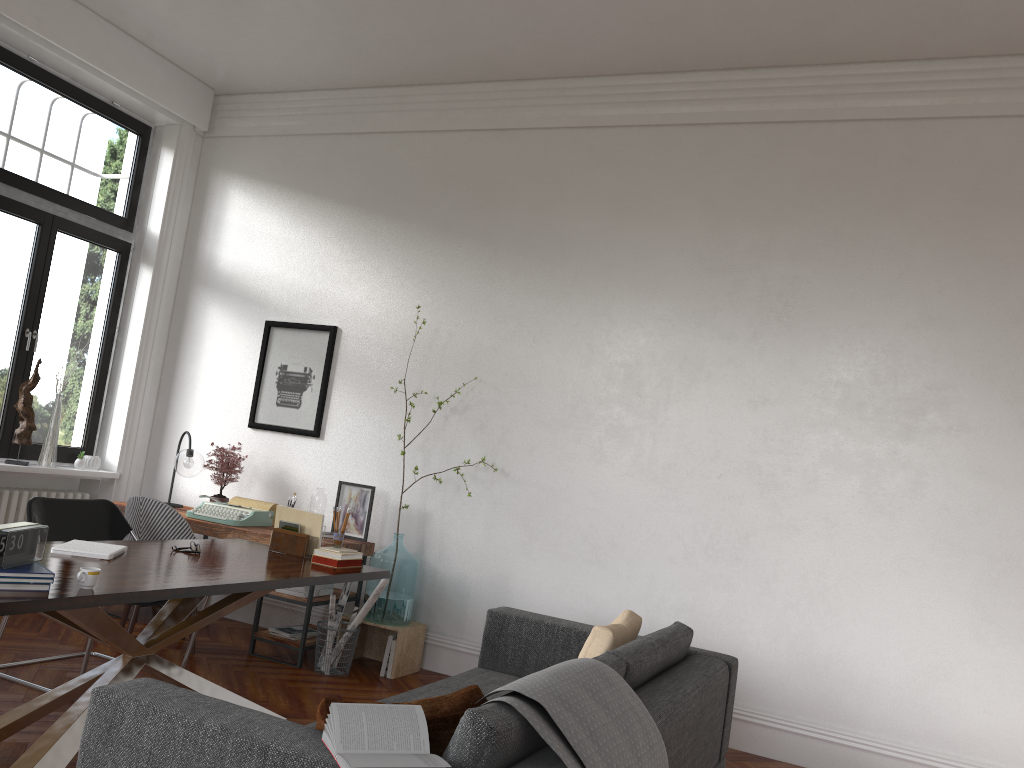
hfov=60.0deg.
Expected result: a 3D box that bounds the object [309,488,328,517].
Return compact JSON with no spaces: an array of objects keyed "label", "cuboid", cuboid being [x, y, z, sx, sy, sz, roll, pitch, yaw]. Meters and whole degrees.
[{"label":"object","cuboid":[-1.314,0.855,5.989,0.112,0.301,0.111,11,-5,-29]}]

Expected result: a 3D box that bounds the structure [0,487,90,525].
[{"label":"structure","cuboid":[-3.578,1.102,6.094,0.225,0.777,1.457,6,-6,24]}]

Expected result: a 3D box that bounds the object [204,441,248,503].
[{"label":"object","cuboid":[-2.068,0.661,6.330,0.290,0.528,0.308,10,-5,-21]}]

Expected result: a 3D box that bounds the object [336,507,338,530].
[{"label":"object","cuboid":[-0.895,0.727,4.542,0.008,0.193,0.049,6,-5,28]}]

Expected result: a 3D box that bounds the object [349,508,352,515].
[{"label":"object","cuboid":[-0.864,0.736,4.586,0.044,0.193,0.008,12,-5,-36]}]

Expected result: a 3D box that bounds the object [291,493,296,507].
[{"label":"object","cuboid":[-1.518,0.866,6.096,0.023,0.239,0.028,7,-5,21]}]

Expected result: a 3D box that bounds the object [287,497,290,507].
[{"label":"object","cuboid":[-1.544,0.877,6.086,0.008,0.207,0.054,9,-5,-11]}]

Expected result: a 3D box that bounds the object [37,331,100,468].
[{"label":"object","cuboid":[-3.181,0.079,6.347,0.289,1.052,0.296,6,-5,27]}]

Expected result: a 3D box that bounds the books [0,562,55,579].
[{"label":"books","cuboid":[-1.670,0.590,2.889,0.251,0.017,0.344,13,-7,-41]}]

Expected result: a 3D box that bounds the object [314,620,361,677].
[{"label":"object","cuboid":[-1.065,1.604,5.340,0.261,0.304,0.261,9,-5,-11]}]

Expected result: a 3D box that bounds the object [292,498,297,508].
[{"label":"object","cuboid":[-1.516,0.881,6.082,0.054,0.207,0.008,8,-4,7]}]

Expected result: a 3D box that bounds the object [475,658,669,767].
[{"label":"object","cuboid":[0.186,1.020,2.479,0.400,0.387,0.754,6,-6,24]}]

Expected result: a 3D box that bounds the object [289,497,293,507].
[{"label":"object","cuboid":[-1.536,0.880,6.095,0.008,0.207,0.054,8,-5,11]}]

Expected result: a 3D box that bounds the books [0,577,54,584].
[{"label":"books","cuboid":[-1.673,0.607,2.888,0.251,0.017,0.344,13,-7,-41]}]

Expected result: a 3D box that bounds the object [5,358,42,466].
[{"label":"object","cuboid":[-3.335,0.184,6.093,0.165,0.752,0.143,10,-5,-24]}]

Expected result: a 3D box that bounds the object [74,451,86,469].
[{"label":"object","cuboid":[-3.175,0.559,6.523,0.072,0.134,0.072,12,-6,-40]}]

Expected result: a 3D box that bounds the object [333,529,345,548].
[{"label":"object","cuboid":[-0.894,0.797,4.562,0.058,0.091,0.058,7,-5,11]}]

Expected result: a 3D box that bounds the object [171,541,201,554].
[{"label":"object","cuboid":[-1.531,0.769,4.188,0.133,0.047,0.114,10,-6,-13]}]

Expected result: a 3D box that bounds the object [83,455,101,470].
[{"label":"object","cuboid":[-3.186,0.595,6.713,0.132,0.097,0.135,9,-5,-6]}]

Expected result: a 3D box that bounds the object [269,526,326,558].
[{"label":"object","cuboid":[-1.133,0.814,4.680,0.228,0.166,0.150,6,-5,24]}]

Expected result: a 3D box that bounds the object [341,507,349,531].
[{"label":"object","cuboid":[-0.874,0.734,4.592,0.038,0.194,0.008,12,-6,-39]}]

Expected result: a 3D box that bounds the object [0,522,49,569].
[{"label":"object","cuboid":[-1.629,0.526,2.902,0.082,0.125,0.276,9,-5,-2]}]

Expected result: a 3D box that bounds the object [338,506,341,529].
[{"label":"object","cuboid":[-0.900,0.729,4.589,0.008,0.195,0.032,10,-5,-22]}]

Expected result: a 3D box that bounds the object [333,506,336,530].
[{"label":"object","cuboid":[-0.912,0.727,4.563,0.049,0.193,0.008,9,-4,-7]}]

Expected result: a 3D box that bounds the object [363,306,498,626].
[{"label":"object","cuboid":[-0.480,0.520,5.717,0.807,2.054,0.354,8,-4,5]}]

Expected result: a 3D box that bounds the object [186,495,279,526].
[{"label":"object","cuboid":[-1.893,0.837,5.938,0.534,0.148,0.485,6,-6,23]}]

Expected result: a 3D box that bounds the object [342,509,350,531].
[{"label":"object","cuboid":[-0.863,0.733,4.549,0.008,0.193,0.049,12,-6,-42]}]

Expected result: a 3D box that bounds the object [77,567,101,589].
[{"label":"object","cuboid":[-1.431,0.653,2.981,0.064,0.065,0.082,3,-7,45]}]

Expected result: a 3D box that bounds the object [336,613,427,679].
[{"label":"object","cuboid":[-0.836,1.659,5.628,0.434,0.316,0.342,6,-6,24]}]

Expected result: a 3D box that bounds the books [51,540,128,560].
[{"label":"books","cuboid":[-1.785,0.703,3.761,0.231,0.026,0.326,9,-6,-11]}]

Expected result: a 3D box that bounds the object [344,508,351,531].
[{"label":"object","cuboid":[-0.858,0.733,4.562,0.036,0.195,0.008,5,-5,36]}]
